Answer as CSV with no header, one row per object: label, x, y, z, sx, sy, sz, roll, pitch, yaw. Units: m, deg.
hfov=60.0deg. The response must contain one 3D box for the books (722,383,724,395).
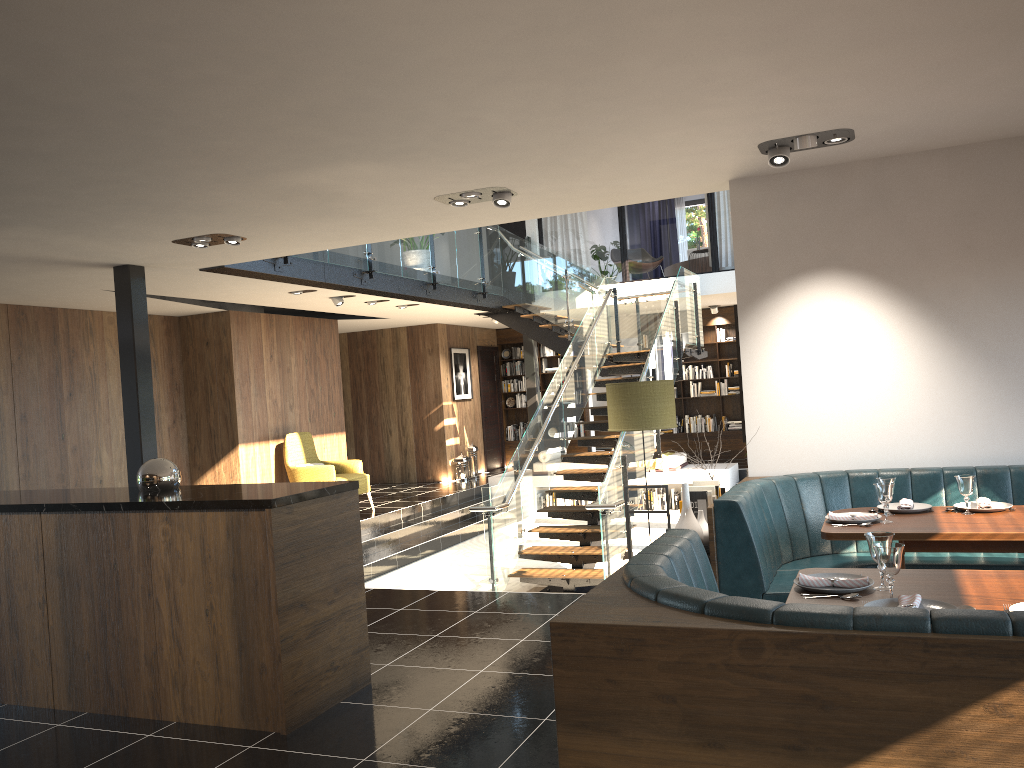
books,3.751,0.091,15.713,0.029,0.214,0.149,-4,0,23

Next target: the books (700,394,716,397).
books,3.508,0.205,15.823,0.274,0.025,0.156,-4,-1,20

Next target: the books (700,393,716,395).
books,3.506,0.179,15.822,0.275,0.025,0.156,-4,-1,19

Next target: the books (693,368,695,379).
books,3.287,-0.188,15.918,0.021,0.206,0.147,-4,0,23

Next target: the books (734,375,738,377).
books,4.059,-0.149,15.627,0.266,0.021,0.156,-4,-1,20

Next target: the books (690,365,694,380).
books,3.232,-0.210,15.920,0.028,0.258,0.208,-4,0,23

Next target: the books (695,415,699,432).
books,3.332,0.715,15.910,0.032,0.298,0.169,-4,0,23

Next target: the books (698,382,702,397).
books,3.366,0.097,15.880,0.067,0.261,0.159,-4,0,23

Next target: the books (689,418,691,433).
books,3.229,0.734,15.959,0.025,0.274,0.150,-4,0,23

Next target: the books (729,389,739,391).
books,3.958,0.103,15.630,0.268,0.022,0.156,-4,-1,19

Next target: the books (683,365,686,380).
books,3.116,-0.208,15.989,0.031,0.272,0.158,-4,0,23

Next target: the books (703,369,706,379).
books,3.450,-0.186,15.832,0.027,0.179,0.164,-4,0,23

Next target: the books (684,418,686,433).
books,3.149,0.746,16.000,0.026,0.263,0.156,-4,0,23

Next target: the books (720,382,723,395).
books,3.730,0.084,15.735,0.025,0.232,0.156,-4,0,23

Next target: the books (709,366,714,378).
books,3.561,-0.214,15.805,0.046,0.219,0.145,-4,0,23

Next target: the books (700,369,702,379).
books,3.392,-0.178,15.873,0.047,0.171,0.167,-4,0,23

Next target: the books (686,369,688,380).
books,3.163,-0.175,15.956,0.024,0.197,0.174,-4,0,23

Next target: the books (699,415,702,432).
books,3.382,0.707,15.884,0.032,0.306,0.155,-4,0,23

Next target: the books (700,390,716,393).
books,3.503,0.130,15.823,0.274,0.025,0.156,-4,-1,26

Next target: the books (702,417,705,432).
books,3.433,0.729,15.857,0.034,0.255,0.194,-4,0,23

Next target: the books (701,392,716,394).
books,3.503,0.155,15.819,0.261,0.024,0.167,-4,-1,19

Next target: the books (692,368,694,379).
books,3.267,-0.184,15.929,0.026,0.201,0.146,-4,0,23

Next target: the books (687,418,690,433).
books,3.197,0.742,15.953,0.030,0.262,0.173,-4,0,23

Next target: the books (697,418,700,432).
books,3.350,0.735,15.877,0.025,0.255,0.202,-4,0,23

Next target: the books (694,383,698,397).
books,3.307,0.109,15.871,0.036,0.244,0.194,-4,0,23

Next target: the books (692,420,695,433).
books,3.276,0.761,15.925,0.025,0.214,0.170,-4,0,23

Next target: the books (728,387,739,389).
books,3.958,0.060,15.635,0.272,0.022,0.156,-4,-1,21

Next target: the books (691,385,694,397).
books,3.251,0.126,15.887,0.023,0.218,0.195,-4,0,23

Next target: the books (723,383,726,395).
books,3.770,0.092,15.685,0.026,0.209,0.184,-4,0,23

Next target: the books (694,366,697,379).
books,3.304,-0.208,15.896,0.030,0.244,0.142,-4,0,23

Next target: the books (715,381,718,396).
books,3.650,0.075,15.762,0.026,0.263,0.156,-4,0,23

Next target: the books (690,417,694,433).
books,3.244,0.732,15.925,0.030,0.276,0.160,-4,0,23

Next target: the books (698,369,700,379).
books,3.359,-0.178,15.884,0.021,0.176,0.161,-4,0,23

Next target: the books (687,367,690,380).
books,3.183,-0.191,15.939,0.027,0.228,0.208,-4,0,23

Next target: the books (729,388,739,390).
books,3.956,0.081,15.628,0.260,0.021,0.167,-4,-1,20

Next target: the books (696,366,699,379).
books,3.327,-0.203,15.874,0.028,0.231,0.167,-4,0,23

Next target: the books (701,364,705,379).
books,3.422,-0.227,15.849,0.032,0.265,0.149,-4,0,23

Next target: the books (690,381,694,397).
books,3.237,0.095,15.931,0.031,0.284,0.176,-4,0,23

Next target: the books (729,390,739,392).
books,3.964,0.124,15.640,0.247,0.022,0.148,-4,-1,23

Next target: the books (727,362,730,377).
books,3.841,-0.253,15.709,0.023,0.261,0.146,-4,0,23

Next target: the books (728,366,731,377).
books,3.859,-0.222,15.684,0.026,0.196,0.147,-4,0,23

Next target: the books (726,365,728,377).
books,3.822,-0.231,15.720,0.024,0.219,0.174,-4,0,23

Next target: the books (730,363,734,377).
books,3.893,-0.248,15.703,0.025,0.243,0.119,-4,0,23

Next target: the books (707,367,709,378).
books,3.511,-0.205,15.846,0.030,0.208,0.119,-4,0,23

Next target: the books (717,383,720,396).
books,3.684,0.089,15.759,0.037,0.232,0.231,-4,0,23

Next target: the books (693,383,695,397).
books,3.286,0.111,15.906,0.030,0.245,0.166,-4,0,23

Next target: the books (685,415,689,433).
books,3.162,0.720,15.956,0.035,0.312,0.160,-4,0,23

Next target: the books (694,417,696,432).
books,3.304,0.726,15.924,0.031,0.280,0.141,-4,0,23

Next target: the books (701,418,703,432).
books,3.404,0.735,15.861,0.023,0.246,0.149,-4,0,23

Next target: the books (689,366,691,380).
books,3.210,-0.199,15.936,0.027,0.239,0.153,-4,0,23

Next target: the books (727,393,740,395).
books,3.959,0.170,15.621,0.288,0.026,0.175,-4,-1,27

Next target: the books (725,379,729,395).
books,3.798,0.056,15.683,0.031,0.277,0.168,-4,0,23

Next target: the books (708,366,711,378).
books,3.528,-0.212,15.817,0.024,0.220,0.148,-4,0,23

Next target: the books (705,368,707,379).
books,3.477,-0.192,15.831,0.024,0.187,0.148,-4,0,23
